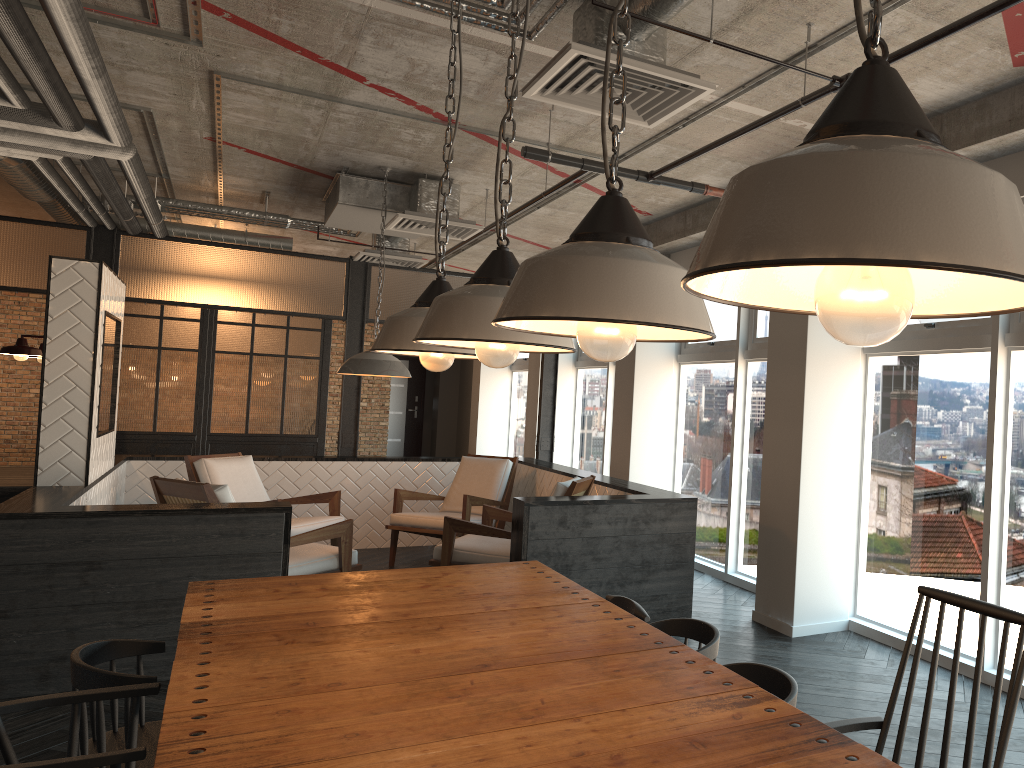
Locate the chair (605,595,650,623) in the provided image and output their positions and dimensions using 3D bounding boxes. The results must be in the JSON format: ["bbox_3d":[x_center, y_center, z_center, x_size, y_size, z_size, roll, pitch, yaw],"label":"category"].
[{"bbox_3d":[0.205,1.137,2.919,0.529,0.726,0.326,3,-1,-26],"label":"chair"}]

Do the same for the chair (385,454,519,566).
[{"bbox_3d":[-0.460,1.084,7.174,0.643,0.907,1.045,2,-1,28],"label":"chair"}]

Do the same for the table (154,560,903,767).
[{"bbox_3d":[0.032,1.072,1.475,1.356,0.792,3.284,3,-1,-20],"label":"table"}]

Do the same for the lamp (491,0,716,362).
[{"bbox_3d":[0.203,-0.903,1.392,0.400,1.737,0.332,3,-1,-14],"label":"lamp"}]

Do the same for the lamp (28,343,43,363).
[{"bbox_3d":[-3.030,-0.218,5.423,0.169,0.171,0.258,2,-1,34],"label":"lamp"}]

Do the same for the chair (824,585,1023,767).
[{"bbox_3d":[0.794,0.992,1.757,0.559,1.033,0.399,3,-1,-25],"label":"chair"}]

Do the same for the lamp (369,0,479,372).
[{"bbox_3d":[-0.179,-0.903,2.503,0.387,1.737,0.346,3,-1,-6],"label":"lamp"}]

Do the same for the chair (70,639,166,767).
[{"bbox_3d":[-0.929,1.068,2.249,0.508,0.737,0.326,3,-1,-26],"label":"chair"}]

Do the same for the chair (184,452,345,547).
[{"bbox_3d":[-1.881,1.005,6.308,0.891,0.907,0.762,3,-1,14],"label":"chair"}]

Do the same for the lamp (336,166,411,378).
[{"bbox_3d":[-0.973,-0.833,6.164,0.564,1.545,0.455,3,-1,-17],"label":"lamp"}]

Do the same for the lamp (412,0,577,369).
[{"bbox_3d":[0.012,-0.903,1.948,0.387,1.737,0.346,3,-1,-6],"label":"lamp"}]

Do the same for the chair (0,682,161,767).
[{"bbox_3d":[-0.960,0.910,1.731,0.559,1.033,0.399,3,-1,-25],"label":"chair"}]

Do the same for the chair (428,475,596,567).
[{"bbox_3d":[0.037,1.085,5.801,0.916,0.907,0.742,3,-1,9],"label":"chair"}]

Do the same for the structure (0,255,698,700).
[{"bbox_3d":[-1.251,0.424,6.042,4.525,2.115,3.225,3,-1,-25],"label":"structure"}]

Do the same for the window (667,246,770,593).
[{"bbox_3d":[1.897,0.205,6.954,0.279,2.874,2.182,3,-1,-19],"label":"window"}]

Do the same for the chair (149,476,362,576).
[{"bbox_3d":[-1.534,0.999,4.976,0.621,0.907,1.075,2,-1,37],"label":"chair"}]

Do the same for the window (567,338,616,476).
[{"bbox_3d":[1.095,0.205,9.285,0.279,2.874,2.182,3,-1,-19],"label":"window"}]

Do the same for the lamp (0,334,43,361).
[{"bbox_3d":[-2.825,-0.218,4.827,0.169,0.171,0.258,2,-1,34],"label":"lamp"}]

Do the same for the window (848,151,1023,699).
[{"bbox_3d":[2.697,0.204,4.627,0.279,2.874,2.182,3,-1,-19],"label":"window"}]

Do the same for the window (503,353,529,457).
[{"bbox_3d":[0.293,0.206,11.617,0.279,2.874,2.182,3,-1,-19],"label":"window"}]

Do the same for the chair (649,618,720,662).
[{"bbox_3d":[0.406,1.135,2.585,0.508,0.737,0.326,3,-1,-26],"label":"chair"}]

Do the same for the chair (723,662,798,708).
[{"bbox_3d":[0.493,1.132,2.131,0.508,0.737,0.326,3,-1,-26],"label":"chair"}]

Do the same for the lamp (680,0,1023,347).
[{"bbox_3d":[0.394,-0.903,0.837,0.423,1.737,0.309,4,-1,-36],"label":"lamp"}]

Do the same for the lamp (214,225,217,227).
[{"bbox_3d":[-3.604,-1.237,10.084,0.340,0.857,2.990,3,-1,-19],"label":"lamp"}]
